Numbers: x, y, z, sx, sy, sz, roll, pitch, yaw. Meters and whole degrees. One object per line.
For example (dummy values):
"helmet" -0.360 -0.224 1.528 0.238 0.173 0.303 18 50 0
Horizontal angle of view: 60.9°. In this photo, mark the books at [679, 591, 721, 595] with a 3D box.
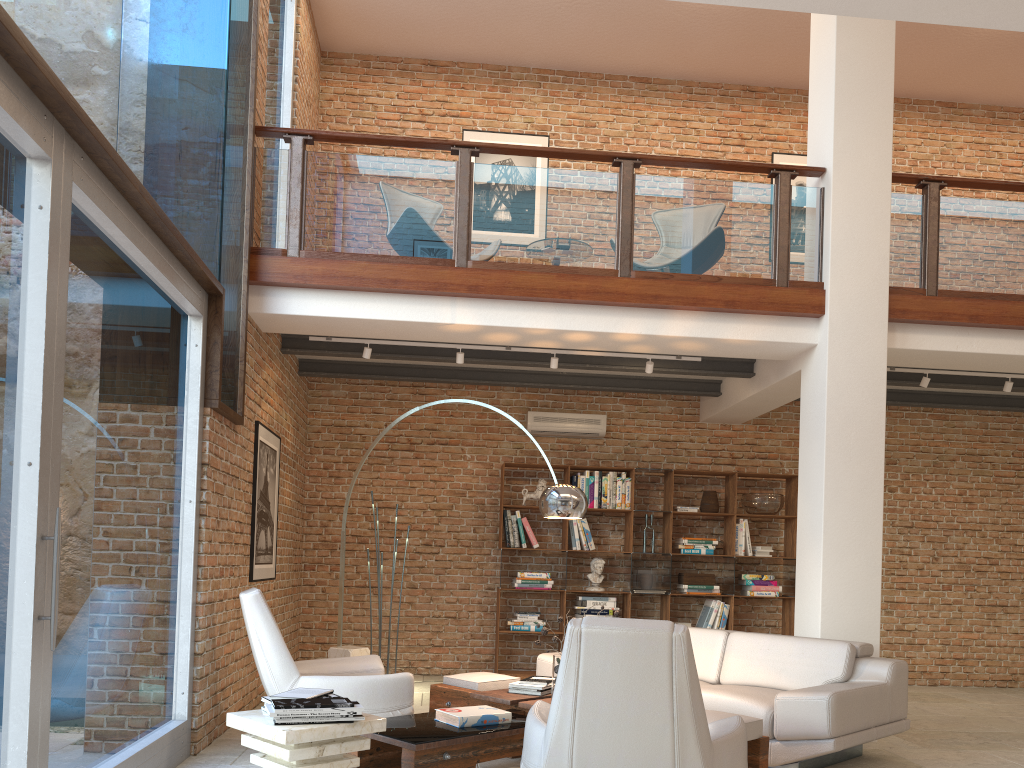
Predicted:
"books" 1.934 2.158 8.995 0.356 0.020 0.277 3 -12 -6

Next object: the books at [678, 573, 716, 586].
"books" 1.901 2.012 8.983 0.335 0.117 0.217 3 -9 -5

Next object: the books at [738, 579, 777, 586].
"books" 2.548 2.065 9.058 0.327 0.054 0.260 3 -11 -5

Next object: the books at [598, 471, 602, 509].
"books" 0.877 1.094 8.918 0.036 0.378 0.247 2 -4 -4

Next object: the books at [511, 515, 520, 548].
"books" 0.023 1.504 8.867 0.102 0.329 0.258 2 -5 -5

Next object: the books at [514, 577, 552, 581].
"books" 0.205 1.978 8.850 0.356 0.020 0.277 3 -12 -6

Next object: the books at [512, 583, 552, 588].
"books" 0.195 2.040 8.835 0.380 0.036 0.249 4 -11 -9

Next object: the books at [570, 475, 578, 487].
"books" 0.621 1.110 8.906 0.055 0.324 0.258 2 -5 -5

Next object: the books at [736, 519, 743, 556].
"books" 2.330 1.589 9.026 0.036 0.378 0.247 2 -4 -4

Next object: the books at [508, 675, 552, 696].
"books" 0.161 1.908 5.532 0.250 0.073 0.408 -4 -12 27

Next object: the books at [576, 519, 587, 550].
"books" 0.687 1.527 8.896 0.125 0.343 0.276 2 -5 -5

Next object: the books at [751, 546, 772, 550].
"books" 2.586 1.704 9.043 0.133 0.033 0.209 5 -12 -14

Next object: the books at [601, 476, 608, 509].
"books" 0.924 1.120 8.907 0.055 0.324 0.258 2 -5 -5

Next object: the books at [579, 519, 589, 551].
"books" 0.708 1.530 8.907 0.125 0.343 0.276 2 -5 -5

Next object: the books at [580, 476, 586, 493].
"books" 0.699 1.110 8.894 0.055 0.324 0.258 2 -5 -5

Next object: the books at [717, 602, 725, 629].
"books" 2.107 2.423 9.014 0.098 0.349 0.276 2 -5 -5

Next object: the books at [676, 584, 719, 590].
"books" 1.910 2.088 8.974 0.380 0.036 0.249 3 -11 -6

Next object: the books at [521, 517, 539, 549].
"books" 0.171 1.518 8.871 0.195 0.314 0.258 2 -5 -5

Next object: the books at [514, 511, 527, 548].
"books" 0.082 1.478 8.840 0.121 0.376 0.247 2 -4 -5

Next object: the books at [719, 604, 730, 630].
"books" 2.152 2.430 9.003 0.116 0.329 0.258 2 -5 -5

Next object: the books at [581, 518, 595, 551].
"books" 0.757 1.538 8.896 0.158 0.324 0.258 2 -5 -5

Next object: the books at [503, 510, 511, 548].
"books" -0.062 1.470 8.833 0.091 0.379 0.247 2 -4 -5

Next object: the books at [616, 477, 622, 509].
"books" 1.073 1.130 8.929 0.055 0.324 0.258 2 -5 -5

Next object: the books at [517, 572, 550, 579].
"books" 0.214 1.940 8.849 0.326 0.054 0.260 2 -11 -2

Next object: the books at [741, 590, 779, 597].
"books" 2.565 2.174 9.047 0.326 0.054 0.260 2 -11 -2

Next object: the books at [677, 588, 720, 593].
"books" 1.920 2.132 9.009 0.380 0.036 0.249 4 -11 -9

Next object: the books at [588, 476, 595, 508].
"books" 0.791 1.119 8.921 0.055 0.324 0.258 2 -5 -5

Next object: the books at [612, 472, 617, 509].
"books" 1.027 1.101 8.931 0.036 0.378 0.247 2 -4 -4

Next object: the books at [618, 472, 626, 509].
"books" 1.121 1.106 8.939 0.036 0.378 0.247 2 -4 -4

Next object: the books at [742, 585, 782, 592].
"books" 2.592 2.120 9.050 0.327 0.055 0.259 4 -11 -10

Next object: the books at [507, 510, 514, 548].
"books" -0.025 1.473 8.844 0.091 0.379 0.247 2 -4 -5

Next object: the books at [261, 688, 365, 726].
"books" -0.898 1.416 3.855 0.391 0.078 0.577 6 -12 -20

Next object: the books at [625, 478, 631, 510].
"books" 1.168 1.139 8.959 0.055 0.324 0.258 2 -5 -5

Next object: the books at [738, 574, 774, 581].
"books" 2.533 2.009 9.057 0.326 0.054 0.260 1 -11 5

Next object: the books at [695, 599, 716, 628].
"books" 1.992 2.408 9.008 0.163 0.367 0.247 2 -4 -5

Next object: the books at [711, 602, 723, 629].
"books" 2.087 2.417 9.003 0.098 0.349 0.276 2 -5 -5

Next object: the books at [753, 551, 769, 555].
"books" 2.585 1.756 9.042 0.132 0.033 0.210 1 -11 5

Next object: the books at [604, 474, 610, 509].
"books" 0.961 1.111 8.925 0.021 0.353 0.276 2 -5 -4

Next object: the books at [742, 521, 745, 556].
"books" 2.357 1.606 9.038 0.021 0.353 0.276 2 -5 -4

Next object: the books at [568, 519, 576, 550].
"books" 0.596 1.508 8.902 0.101 0.378 0.247 2 -4 -5

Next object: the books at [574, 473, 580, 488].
"books" 0.660 1.098 8.909 0.021 0.353 0.276 2 -5 -4

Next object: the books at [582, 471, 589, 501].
"books" 0.747 1.086 8.903 0.036 0.378 0.247 2 -4 -4

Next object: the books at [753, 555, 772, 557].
"books" 2.590 1.785 9.057 0.171 0.018 0.241 1 -11 3

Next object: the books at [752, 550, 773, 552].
"books" 2.593 1.731 9.048 0.171 0.018 0.241 2 -11 -2

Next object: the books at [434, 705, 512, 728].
"books" -0.207 1.764 4.631 0.330 0.055 0.257 10 -13 -34

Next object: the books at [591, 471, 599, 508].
"books" 0.841 1.090 8.905 0.036 0.378 0.247 2 -4 -4

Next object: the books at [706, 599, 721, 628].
"books" 2.035 2.404 8.989 0.161 0.367 0.247 2 -4 -5

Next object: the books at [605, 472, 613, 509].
"books" 0.990 1.102 8.941 0.036 0.378 0.247 2 -4 -4

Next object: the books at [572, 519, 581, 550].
"books" 0.635 1.506 8.882 0.103 0.378 0.247 2 -4 -5
